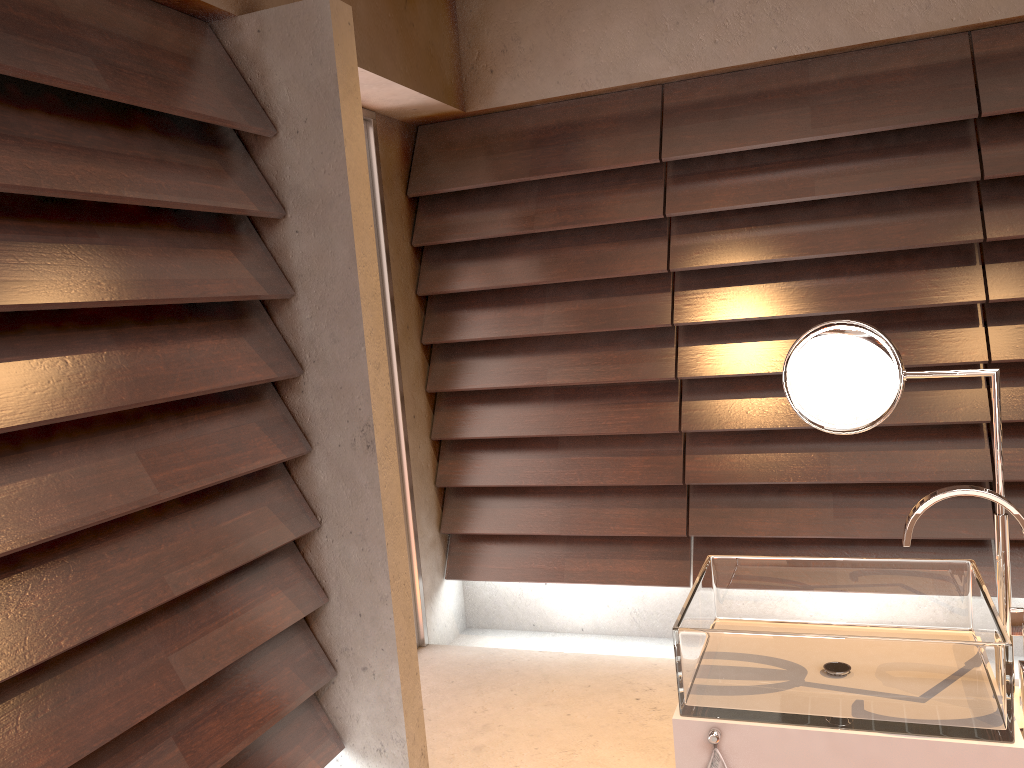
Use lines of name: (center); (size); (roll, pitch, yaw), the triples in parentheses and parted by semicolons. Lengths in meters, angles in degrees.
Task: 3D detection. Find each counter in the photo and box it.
counter: (1.678, 0.704, 0.887); (2.931, 0.686, 0.350); (-3, 6, 21)

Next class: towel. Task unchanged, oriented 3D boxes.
towel: (0.273, 0.765, 1.181); (0.252, 0.598, 0.121); (-5, 5, 5)

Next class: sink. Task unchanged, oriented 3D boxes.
sink: (0.505, 0.325, 1.279); (0.486, 0.357, 0.340); (-3, 6, 21)

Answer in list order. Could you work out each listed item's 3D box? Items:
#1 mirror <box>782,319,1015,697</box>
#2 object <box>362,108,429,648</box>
mirror: (0.607, 0.187, 1.412); (0.316, 0.589, 0.074); (-3, 6, 23)
object: (-0.625, 0.066, 2.856); (0.090, 2.000, 1.007); (-3, 6, 21)
